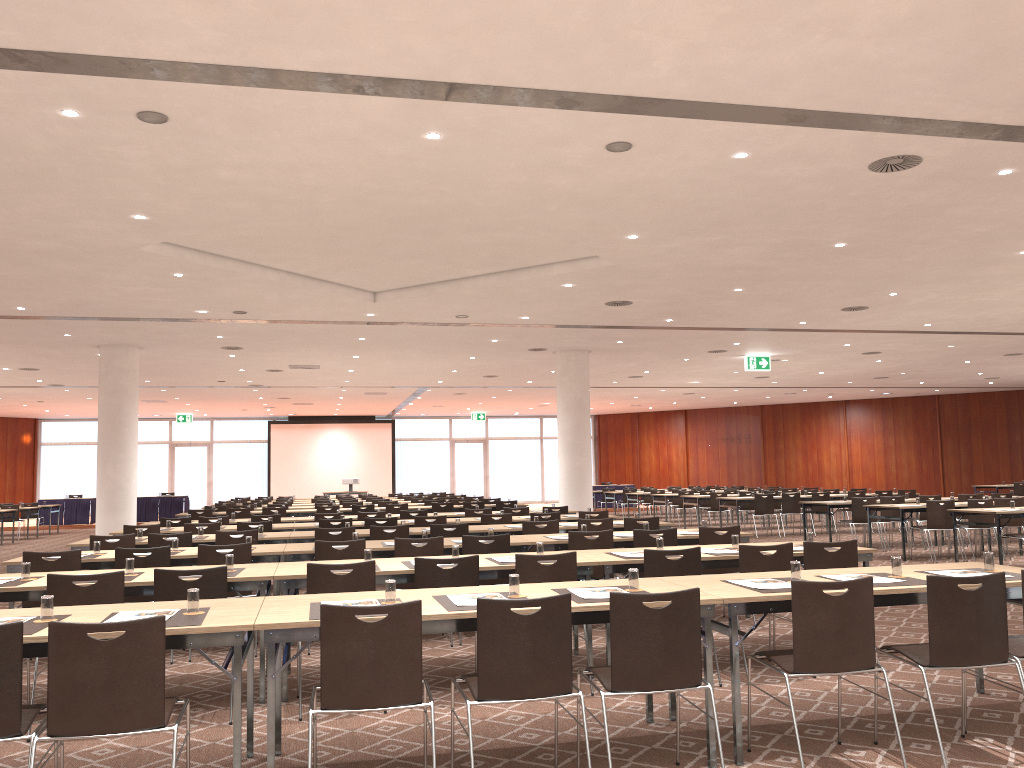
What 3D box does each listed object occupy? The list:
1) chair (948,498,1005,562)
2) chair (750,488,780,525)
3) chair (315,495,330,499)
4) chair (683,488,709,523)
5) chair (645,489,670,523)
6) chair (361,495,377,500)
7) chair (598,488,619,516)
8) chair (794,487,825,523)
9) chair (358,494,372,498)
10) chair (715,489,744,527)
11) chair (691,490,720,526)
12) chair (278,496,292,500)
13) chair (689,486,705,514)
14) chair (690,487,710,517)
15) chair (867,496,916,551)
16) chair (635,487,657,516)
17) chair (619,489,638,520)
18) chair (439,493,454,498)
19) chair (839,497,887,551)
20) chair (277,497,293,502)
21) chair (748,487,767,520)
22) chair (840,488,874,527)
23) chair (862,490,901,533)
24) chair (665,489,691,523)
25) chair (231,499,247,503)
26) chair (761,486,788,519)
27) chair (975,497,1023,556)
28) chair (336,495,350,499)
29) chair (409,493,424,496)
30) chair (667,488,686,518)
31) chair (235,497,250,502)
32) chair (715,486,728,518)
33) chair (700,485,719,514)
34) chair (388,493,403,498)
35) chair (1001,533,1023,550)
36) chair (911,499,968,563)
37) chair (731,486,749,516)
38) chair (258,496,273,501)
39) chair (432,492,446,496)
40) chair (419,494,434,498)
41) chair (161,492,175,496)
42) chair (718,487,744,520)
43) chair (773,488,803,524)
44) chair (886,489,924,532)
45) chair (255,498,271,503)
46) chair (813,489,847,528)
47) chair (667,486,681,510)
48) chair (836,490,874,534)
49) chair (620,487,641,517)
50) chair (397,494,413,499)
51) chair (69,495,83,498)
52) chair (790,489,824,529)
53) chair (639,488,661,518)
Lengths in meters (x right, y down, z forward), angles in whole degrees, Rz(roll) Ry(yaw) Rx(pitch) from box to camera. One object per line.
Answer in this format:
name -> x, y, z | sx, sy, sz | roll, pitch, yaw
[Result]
chair -> 7.164, 2.247, 13.750 | 0.535, 0.938, 0.614 | 0, -5, -12
chair -> 6.654, 3.228, 23.405 | 0.535, 0.938, 0.614 | 0, -5, -11
chair -> -5.725, 3.823, 26.756 | 0.535, 0.938, 0.614 | 0, -5, -12
chair -> 5.216, 3.431, 25.124 | 0.535, 0.938, 0.614 | 0, -6, -15
chair -> 4.044, 3.435, 24.922 | 0.535, 0.938, 0.614 | 0, -5, -14
chair -> -4.033, 3.617, 25.059 | 0.535, 0.938, 0.614 | 0, -5, -10
chair -> 3.091, 3.829, 28.647 | 0.535, 0.938, 0.614 | 0, -5, -10
chair -> 7.943, 3.236, 23.754 | 0.535, 0.938, 0.614 | 0, -5, -14
chair -> -4.476, 3.830, 27.079 | 0.535, 0.938, 0.614 | 0, -5, -10
chair -> 5.659, 3.218, 23.099 | 0.535, 0.938, 0.614 | 0, -6, -15
chair -> 5.016, 3.225, 23.038 | 0.535, 0.938, 0.614 | 0, -6, -15
chair -> -6.755, 3.818, 26.490 | 0.535, 0.938, 0.614 | 0, -6, -15
chair -> 5.991, 3.842, 29.379 | 0.535, 0.938, 0.614 | 0, -6, -15
chair -> 5.840, 3.637, 27.304 | 0.535, 0.938, 0.614 | 0, -5, -14
chair -> 6.711, 2.459, 15.765 | 0.535, 0.938, 0.614 | 0, -6, -15
chair -> 4.382, 3.845, 29.079 | 0.535, 0.938, 0.614 | 0, -5, -11
chair -> 3.521, 3.633, 26.785 | 0.535, 0.938, 0.614 | 0, -5, -10
chair -> -1.894, 3.624, 25.573 | 0.535, 0.938, 0.614 | 0, -5, -13
chair -> 6.128, 2.451, 15.559 | 0.535, 0.938, 0.614 | 0, -5, -13
chair -> -6.291, 3.617, 24.589 | 0.535, 0.938, 0.614 | 0, -5, -10
chair -> 6.920, 3.433, 25.505 | 0.535, 0.938, 0.614 | 0, -5, -14
chair -> 8.397, 3.017, 21.671 | 0.535, 0.938, 0.614 | 0, -5, -13
chair -> 8.128, 2.812, 19.570 | 0.535, 0.938, 0.614 | 0, -5, -14
chair -> 4.652, 3.421, 24.915 | 0.535, 0.938, 0.614 | 0, -5, -12
chair -> -7.498, 3.620, 24.362 | 0.535, 0.938, 0.614 | 0, -6, -15
chair -> 7.545, 3.426, 25.562 | 0.535, 0.938, 0.614 | 0, -5, -11
chair -> 7.715, 2.260, 13.992 | 0.535, 0.938, 0.614 | 0, -5, -10
chair -> -5.117, 3.821, 26.857 | 0.535, 0.938, 0.614 | 0, -5, -13
chair -> -2.969, 3.832, 27.416 | 0.535, 0.938, 0.614 | 0, -5, -14
chair -> 4.913, 3.627, 27.014 | 0.535, 0.938, 0.614 | 0, -5, -14
chair -> -7.957, 3.820, 26.257 | 0.535, 0.938, 0.614 | 0, -5, -10
chair -> 6.416, 3.629, 27.350 | 0.535, 0.938, 0.614 | 0, -5, -13
chair -> 6.602, 3.834, 29.433 | 0.535, 0.938, 0.614 | 0, -5, -13
chair -> -3.590, 3.823, 27.199 | 0.535, 0.938, 0.614 | 0, -5, -14
chair -> 6.871, 2.050, 11.719 | 0.535, 0.938, 0.614 | 0, -6, -15
chair -> 6.560, 2.254, 13.690 | 0.535, 0.938, 0.614 | 0, -5, -11
chair -> 6.978, 3.644, 27.619 | 0.535, 0.938, 0.614 | 0, -5, -11
chair -> -7.337, 3.825, 26.439 | 0.535, 0.938, 0.614 | 0, -5, -12
chair -> -2.269, 3.825, 27.495 | 0.535, 0.938, 0.614 | 0, -5, -10
chair -> -2.462, 3.620, 25.410 | 0.535, 0.938, 0.614 | 0, -5, -12
chair -> -11.661, 4.140, 29.955 | 0.535, 0.938, 0.614 | 0, -5, -10
chair -> 6.265, 3.438, 25.419 | 0.535, 0.938, 0.614 | 0, -5, -11
chair -> 7.280, 3.221, 23.462 | 0.535, 0.938, 0.614 | 0, -5, -10
chair -> 8.741, 2.821, 19.790 | 0.535, 0.938, 0.614 | 0, -5, -10
chair -> -6.850, 3.613, 24.428 | 0.535, 0.938, 0.614 | 0, -5, -14
chair -> 7.737, 3.031, 21.667 | 0.535, 0.938, 0.614 | 0, -5, -11
chair -> 5.307, 3.832, 29.143 | 0.535, 0.938, 0.614 | 0, -6, -15
chair -> 7.539, 2.825, 19.582 | 0.535, 0.938, 0.614 | 0, -5, -13
chair -> 3.822, 3.838, 28.893 | 0.535, 0.938, 0.614 | 0, -6, -15
chair -> -3.063, 3.627, 25.354 | 0.535, 0.938, 0.614 | 0, -5, -11
chair -> -14.491, 4.136, 29.321 | 0.535, 0.938, 0.614 | 0, -5, -10
chair -> 7.090, 3.015, 21.379 | 0.535, 0.938, 0.614 | 0, -5, -14
chair -> 4.175, 3.640, 26.992 | 0.535, 0.938, 0.614 | 0, -5, -11
